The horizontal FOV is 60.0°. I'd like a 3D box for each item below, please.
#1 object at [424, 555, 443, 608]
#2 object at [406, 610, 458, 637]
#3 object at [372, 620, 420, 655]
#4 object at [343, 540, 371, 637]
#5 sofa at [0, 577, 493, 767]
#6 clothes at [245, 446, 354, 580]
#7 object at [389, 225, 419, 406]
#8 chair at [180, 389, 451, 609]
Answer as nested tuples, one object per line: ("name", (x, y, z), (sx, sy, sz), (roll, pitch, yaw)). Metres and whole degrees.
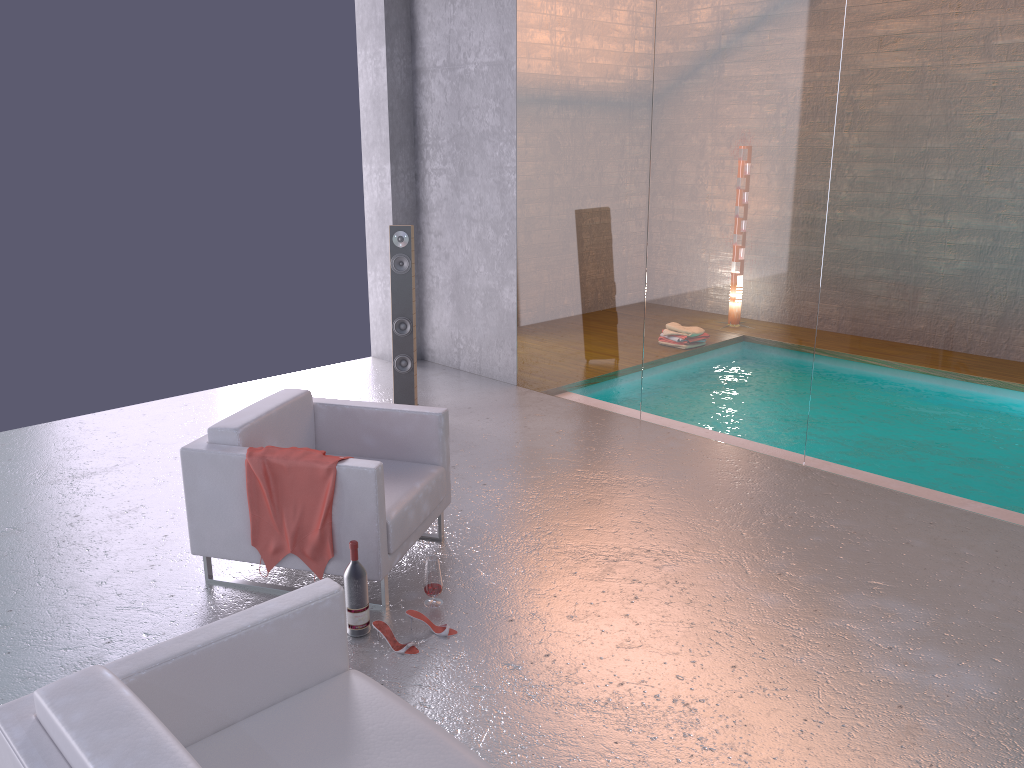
("object", (-0.369, 0.918, 4.137), (0.091, 0.233, 0.091), (-5, 16, -16))
("object", (-0.354, 1.052, 3.924), (0.235, 0.087, 0.079), (3, 16, 13))
("object", (-0.500, 1.088, 3.799), (0.235, 0.087, 0.079), (7, 17, 23))
("object", (-0.681, 0.887, 3.870), (0.109, 0.435, 0.109), (-5, 16, -16))
("sofa", (-0.130, 1.256, 1.832), (1.026, 0.824, 2.353), (-15, 21, -42))
("clothes", (-0.970, 0.589, 4.127), (0.574, 0.604, 0.254), (4, 16, 15))
("object", (-0.827, -0.495, 6.877), (0.244, 1.473, 0.444), (0, 16, 1))
("chair", (-0.930, 0.520, 4.505), (1.026, 0.808, 0.936), (4, 16, 16))
